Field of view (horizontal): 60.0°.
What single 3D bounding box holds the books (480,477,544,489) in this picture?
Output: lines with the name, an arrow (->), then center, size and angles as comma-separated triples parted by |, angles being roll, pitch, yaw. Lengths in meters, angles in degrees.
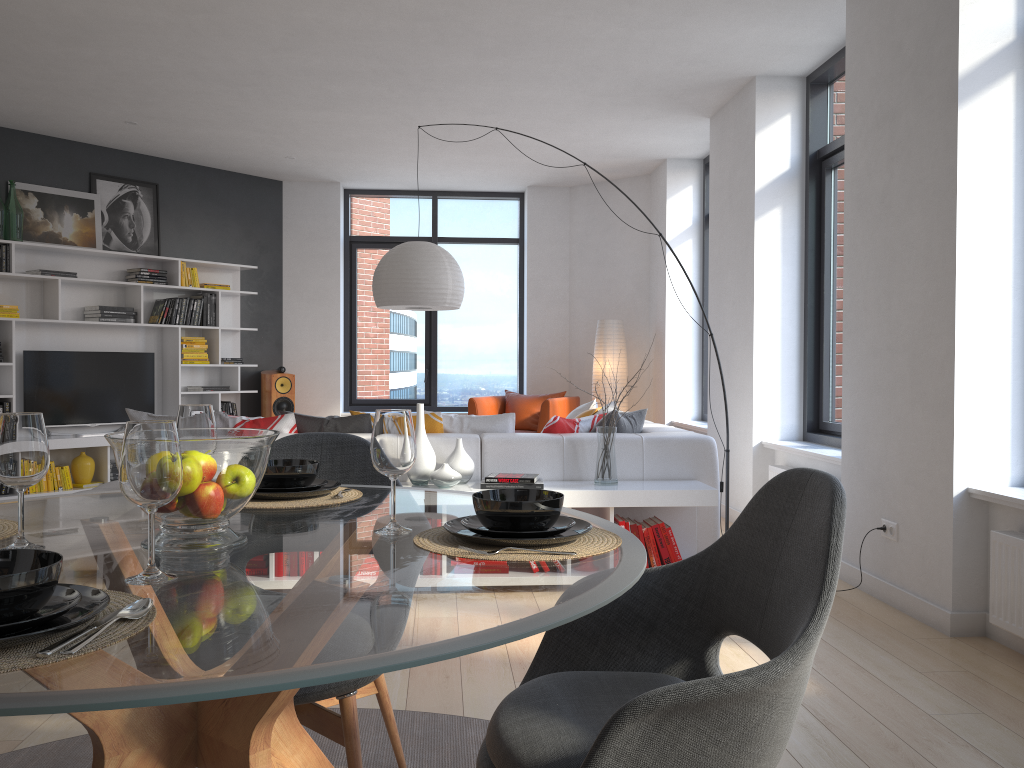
books -> 0.001, 0.484, 4.323 | 0.300, 0.026, 0.245 | 0, 1, 0

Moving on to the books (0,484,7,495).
books -> -3.988, 0.733, 6.919 | 0.191, 0.249, 0.084 | 1, 1, 40

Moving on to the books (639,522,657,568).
books -> 0.660, 0.804, 4.349 | 0.081, 0.230, 0.165 | 0, 1, -5

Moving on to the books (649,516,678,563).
books -> 0.755, 0.791, 4.371 | 0.116, 0.255, 0.198 | 0, 1, -5

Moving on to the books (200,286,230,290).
books -> -2.822, -0.898, 8.363 | 0.257, 0.028, 0.194 | -1, 1, -45

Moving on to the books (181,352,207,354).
books -> -2.995, -0.285, 8.239 | 0.189, 0.014, 0.251 | 1, 1, 44

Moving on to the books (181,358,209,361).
books -> -2.981, -0.223, 8.229 | 0.203, 0.024, 0.257 | 1, 1, 43

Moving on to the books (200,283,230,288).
books -> -2.831, -0.924, 8.366 | 0.203, 0.024, 0.257 | 1, 1, 43

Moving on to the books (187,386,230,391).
books -> -2.863, 0.042, 8.365 | 0.250, 0.047, 0.310 | 1, 1, 36

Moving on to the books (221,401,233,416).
books -> -2.734, 0.291, 8.480 | 0.193, 0.255, 0.066 | 1, 1, 40

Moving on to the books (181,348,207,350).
books -> -2.992, -0.323, 8.239 | 0.171, 0.019, 0.239 | 1, 1, 40

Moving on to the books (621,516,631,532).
books -> 0.561, 0.789, 4.338 | 0.056, 0.262, 0.185 | 0, 1, -4

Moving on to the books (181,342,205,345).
books -> -2.989, -0.377, 8.241 | 0.227, 0.022, 0.160 | 0, 1, -34

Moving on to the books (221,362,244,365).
books -> -2.703, -0.198, 8.477 | 0.161, 0.023, 0.213 | 1, 1, 44

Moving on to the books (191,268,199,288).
books -> -2.942, -0.973, 8.158 | 0.141, 0.184, 0.064 | 1, 1, 41

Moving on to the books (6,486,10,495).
books -> -3.966, 0.728, 6.946 | 0.197, 0.260, 0.066 | 1, 1, 40

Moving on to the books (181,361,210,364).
books -> -2.972, -0.198, 8.226 | 0.257, 0.028, 0.194 | -1, 1, -45

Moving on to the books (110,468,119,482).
books -> -3.371, 0.778, 7.673 | 0.277, 0.137, 0.343 | 1, 1, 35

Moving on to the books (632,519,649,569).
books -> 0.625, 0.797, 4.341 | 0.066, 0.247, 0.175 | 0, 1, -4

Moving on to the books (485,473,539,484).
books -> 0.003, 0.457, 4.298 | 0.238, 0.027, 0.188 | 0, 1, 9

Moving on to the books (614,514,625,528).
books -> 0.529, 0.784, 4.338 | 0.050, 0.268, 0.198 | 0, 1, -5

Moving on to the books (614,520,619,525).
books -> 0.493, 0.793, 4.327 | 0.026, 0.250, 0.168 | 0, 1, -5

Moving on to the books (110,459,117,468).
books -> -3.392, 0.685, 7.681 | 0.250, 0.047, 0.310 | 1, 1, 36

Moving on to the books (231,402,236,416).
books -> -2.709, 0.296, 8.498 | 0.177, 0.242, 0.066 | 1, 1, 40

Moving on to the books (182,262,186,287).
books -> -3.035, -0.993, 8.075 | 0.163, 0.224, 0.041 | 1, 1, 39

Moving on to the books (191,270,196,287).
books -> -2.946, -0.961, 8.130 | 0.108, 0.161, 0.046 | 1, 1, 39

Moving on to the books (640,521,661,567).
books -> 0.683, 0.802, 4.355 | 0.083, 0.233, 0.178 | 0, 1, -5

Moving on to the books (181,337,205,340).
books -> -3.004, -0.423, 8.251 | 0.163, 0.023, 0.223 | 1, 1, 44

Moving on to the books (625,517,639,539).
books -> 0.595, 0.794, 4.349 | 0.076, 0.252, 0.199 | 0, 1, -5

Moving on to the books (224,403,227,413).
books -> -2.765, 0.300, 8.439 | 0.170, 0.236, 0.049 | 1, 1, 41

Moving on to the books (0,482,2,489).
books -> -4.004, 0.736, 6.883 | 0.179, 0.243, 0.071 | 1, 1, 39

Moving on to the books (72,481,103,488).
books -> -3.585, 0.836, 7.399 | 0.270, 0.029, 0.204 | 1, 1, 25

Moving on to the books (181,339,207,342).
books -> -2.981, -0.400, 8.244 | 0.163, 0.023, 0.223 | 1, 1, 44

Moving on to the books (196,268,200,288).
books -> -2.933, -0.974, 8.181 | 0.142, 0.184, 0.044 | 1, 1, 41

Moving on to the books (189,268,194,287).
books -> -2.967, -0.970, 8.124 | 0.128, 0.178, 0.044 | 1, 1, 40

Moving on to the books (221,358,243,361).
books -> -2.715, -0.237, 8.489 | 0.161, 0.023, 0.213 | 1, 1, 44

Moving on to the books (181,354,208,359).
books -> -2.983, -0.257, 8.232 | 0.189, 0.042, 0.243 | 1, 1, 40

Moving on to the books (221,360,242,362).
books -> -2.705, -0.217, 8.478 | 0.142, 0.015, 0.198 | 1, 1, 39

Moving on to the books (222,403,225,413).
books -> -2.785, 0.299, 8.425 | 0.189, 0.240, 0.053 | 1, 1, 41

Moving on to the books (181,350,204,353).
books -> -2.986, -0.302, 8.219 | 0.145, 0.023, 0.217 | 1, 1, 45

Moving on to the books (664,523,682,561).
books -> 0.789, 0.804, 4.376 | 0.103, 0.230, 0.173 | 0, 1, -5

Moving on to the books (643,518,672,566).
books -> 0.722, 0.795, 4.365 | 0.119, 0.249, 0.187 | 0, 1, -5

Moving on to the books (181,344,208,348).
books -> -2.983, -0.349, 8.245 | 0.176, 0.033, 0.239 | 1, 1, 43

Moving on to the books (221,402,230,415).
books -> -2.744, 0.296, 8.451 | 0.169, 0.242, 0.050 | 1, 1, 40

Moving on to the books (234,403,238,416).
books -> -2.711, 0.299, 8.544 | 0.179, 0.233, 0.077 | 1, 1, 40

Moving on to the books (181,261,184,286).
books -> -3.036, -0.994, 8.045 | 0.161, 0.229, 0.041 | 1, 1, 39
